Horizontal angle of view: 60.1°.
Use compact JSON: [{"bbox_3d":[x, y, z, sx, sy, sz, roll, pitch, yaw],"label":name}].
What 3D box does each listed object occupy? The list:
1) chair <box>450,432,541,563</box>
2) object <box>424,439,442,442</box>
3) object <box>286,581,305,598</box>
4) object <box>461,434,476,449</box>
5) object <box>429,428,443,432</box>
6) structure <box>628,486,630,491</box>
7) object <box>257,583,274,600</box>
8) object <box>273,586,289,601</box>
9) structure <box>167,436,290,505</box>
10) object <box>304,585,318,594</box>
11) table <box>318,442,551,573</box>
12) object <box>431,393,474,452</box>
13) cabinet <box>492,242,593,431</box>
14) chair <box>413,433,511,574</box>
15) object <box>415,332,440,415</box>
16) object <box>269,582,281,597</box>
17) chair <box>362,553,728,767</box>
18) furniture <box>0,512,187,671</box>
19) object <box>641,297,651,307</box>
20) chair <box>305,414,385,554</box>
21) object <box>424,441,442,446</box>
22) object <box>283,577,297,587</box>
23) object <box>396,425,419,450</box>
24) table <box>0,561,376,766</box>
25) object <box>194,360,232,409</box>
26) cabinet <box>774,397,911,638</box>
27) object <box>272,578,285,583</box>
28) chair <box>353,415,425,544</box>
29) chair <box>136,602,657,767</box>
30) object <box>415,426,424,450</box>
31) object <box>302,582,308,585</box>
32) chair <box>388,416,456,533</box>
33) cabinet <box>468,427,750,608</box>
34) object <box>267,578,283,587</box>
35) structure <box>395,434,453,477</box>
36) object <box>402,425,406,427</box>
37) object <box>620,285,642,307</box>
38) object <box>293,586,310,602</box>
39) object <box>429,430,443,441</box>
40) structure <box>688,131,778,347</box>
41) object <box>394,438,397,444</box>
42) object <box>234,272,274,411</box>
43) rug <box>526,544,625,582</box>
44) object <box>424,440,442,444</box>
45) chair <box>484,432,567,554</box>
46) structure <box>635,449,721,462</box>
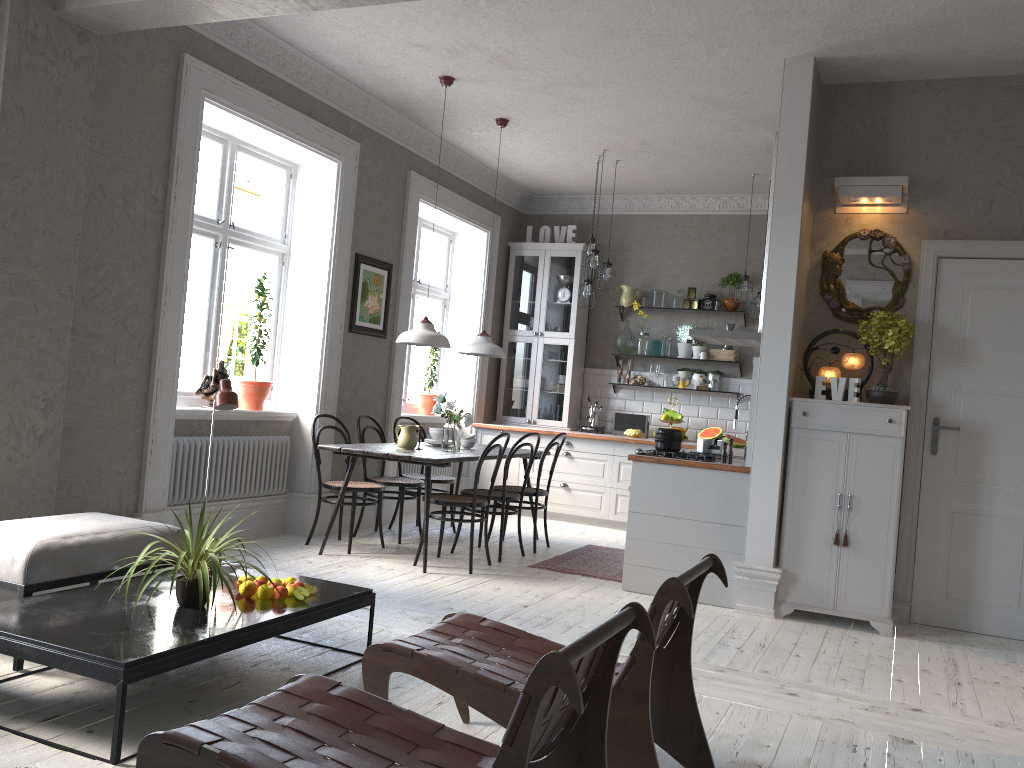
[{"bbox_3d":[-0.107,0.783,6.397,0.539,0.920,0.446,4,-1,31],"label":"chair"},{"bbox_3d":[-0.554,0.446,6.810,0.242,0.027,0.232,6,-1,-44],"label":"object"},{"bbox_3d":[-0.860,0.814,3.517,0.077,0.064,0.073,5,-1,-36],"label":"object"},{"bbox_3d":[-0.338,0.435,6.768,0.122,0.119,0.130,4,-1,39],"label":"object"},{"bbox_3d":[-0.550,0.390,6.811,0.178,0.094,0.181,5,-1,14],"label":"object"},{"bbox_3d":[1.125,0.829,5.822,0.609,0.623,0.631,5,-1,23],"label":"structure"},{"bbox_3d":[-0.958,0.805,3.439,0.063,0.063,0.060,5,-1,-35],"label":"object"},{"bbox_3d":[-0.896,0.813,3.439,0.057,0.058,0.056,6,-1,-42],"label":"object"},{"bbox_3d":[-1.912,0.563,5.957,0.146,0.428,1.241,5,-1,22],"label":"structure"},{"bbox_3d":[-0.822,0.832,3.585,0.068,0.037,0.046,6,-1,-40],"label":"object"},{"bbox_3d":[-0.515,0.844,6.579,0.891,0.735,1.949,5,-1,24],"label":"table"},{"bbox_3d":[-0.420,0.273,6.265,0.307,0.414,0.255,5,-1,22],"label":"object"},{"bbox_3d":[0.344,-0.482,9.248,0.866,1.921,0.393,5,-1,23],"label":"cabinet"},{"bbox_3d":[-0.325,0.758,5.901,0.541,0.920,0.444,5,-1,21],"label":"chair"},{"bbox_3d":[-0.788,-0.107,8.585,0.265,0.813,0.254,6,-1,-39],"label":"object"},{"bbox_3d":[-0.937,0.810,3.500,0.056,0.058,0.059,5,-1,14],"label":"object"},{"bbox_3d":[0.108,0.856,2.756,1.001,0.721,0.515,5,-1,23],"label":"chair"},{"bbox_3d":[-1.884,0.814,3.733,0.574,0.476,0.840,5,-1,24],"label":"furniture"},{"bbox_3d":[1.363,-0.818,9.000,0.101,0.111,0.105,5,-1,23],"label":"object"},{"bbox_3d":[-1.163,0.691,6.268,0.539,0.920,0.446,4,-1,31],"label":"chair"},{"bbox_3d":[-0.556,0.463,6.810,0.232,0.027,0.242,4,-1,41],"label":"object"},{"bbox_3d":[-0.894,0.813,3.585,0.059,0.062,0.064,5,-1,5],"label":"object"},{"bbox_3d":[-0.732,0.368,6.164,0.151,0.170,0.134,5,-1,-15],"label":"object"},{"bbox_3d":[-1.247,0.961,3.323,0.836,0.303,1.330,5,-1,24],"label":"table"},{"bbox_3d":[-1.991,0.000,5.915,0.118,0.329,0.241,4,-1,26],"label":"object"},{"bbox_3d":[1.948,0.754,5.235,0.656,1.297,0.389,5,-1,23],"label":"cabinet"},{"bbox_3d":[-0.959,0.820,3.629,0.063,0.039,0.067,4,-1,29],"label":"object"},{"bbox_3d":[-0.936,0.717,6.784,0.541,0.920,0.444,5,-1,21],"label":"chair"},{"bbox_3d":[-0.248,0.816,1.963,1.001,0.721,0.515,5,-1,23],"label":"chair"},{"bbox_3d":[-0.648,0.378,6.220,0.058,0.167,0.060,4,-1,37],"label":"object"},{"bbox_3d":[-0.859,0.830,3.646,0.047,0.036,0.062,4,-1,34],"label":"object"},{"bbox_3d":[-0.718,0.742,7.227,0.538,0.920,0.447,4,-1,36],"label":"chair"},{"bbox_3d":[1.138,0.930,7.405,2.016,0.854,4.136,5,-1,-20],"label":"cabinet"},{"bbox_3d":[-0.953,0.810,3.559,0.062,0.058,0.060,5,-1,-22],"label":"object"},{"bbox_3d":[-0.859,0.683,8.302,0.146,0.428,1.241,5,-1,22],"label":"structure"},{"bbox_3d":[-0.770,0.367,6.390,0.095,0.172,0.096,5,-1,5],"label":"object"},{"bbox_3d":[1.199,-0.886,9.008,0.187,0.216,0.177,4,-1,37],"label":"object"},{"bbox_3d":[-0.827,0.822,3.461,0.057,0.053,0.061,4,-1,30],"label":"object"},{"bbox_3d":[-0.552,0.410,6.811,0.178,0.094,0.181,5,-1,14],"label":"object"},{"bbox_3d":[1.844,-1.109,6.779,0.702,1.596,0.723,5,-1,23],"label":"structure"},{"bbox_3d":[-0.806,0.397,6.667,0.139,0.112,0.140,5,-1,6],"label":"object"},{"bbox_3d":[-1.802,-0.311,6.283,0.275,0.991,0.265,5,-1,-27],"label":"object"},{"bbox_3d":[0.691,1.305,6.516,0.725,0.014,1.309,5,-1,24],"label":"rug"},{"bbox_3d":[-0.555,0.454,6.810,0.239,0.027,0.236,5,-1,-9],"label":"object"},{"bbox_3d":[0.110,0.807,6.838,0.541,0.920,0.444,5,-1,21],"label":"chair"},{"bbox_3d":[1.134,0.465,5.842,0.488,0.031,0.615,5,-1,24],"label":"structure"}]
